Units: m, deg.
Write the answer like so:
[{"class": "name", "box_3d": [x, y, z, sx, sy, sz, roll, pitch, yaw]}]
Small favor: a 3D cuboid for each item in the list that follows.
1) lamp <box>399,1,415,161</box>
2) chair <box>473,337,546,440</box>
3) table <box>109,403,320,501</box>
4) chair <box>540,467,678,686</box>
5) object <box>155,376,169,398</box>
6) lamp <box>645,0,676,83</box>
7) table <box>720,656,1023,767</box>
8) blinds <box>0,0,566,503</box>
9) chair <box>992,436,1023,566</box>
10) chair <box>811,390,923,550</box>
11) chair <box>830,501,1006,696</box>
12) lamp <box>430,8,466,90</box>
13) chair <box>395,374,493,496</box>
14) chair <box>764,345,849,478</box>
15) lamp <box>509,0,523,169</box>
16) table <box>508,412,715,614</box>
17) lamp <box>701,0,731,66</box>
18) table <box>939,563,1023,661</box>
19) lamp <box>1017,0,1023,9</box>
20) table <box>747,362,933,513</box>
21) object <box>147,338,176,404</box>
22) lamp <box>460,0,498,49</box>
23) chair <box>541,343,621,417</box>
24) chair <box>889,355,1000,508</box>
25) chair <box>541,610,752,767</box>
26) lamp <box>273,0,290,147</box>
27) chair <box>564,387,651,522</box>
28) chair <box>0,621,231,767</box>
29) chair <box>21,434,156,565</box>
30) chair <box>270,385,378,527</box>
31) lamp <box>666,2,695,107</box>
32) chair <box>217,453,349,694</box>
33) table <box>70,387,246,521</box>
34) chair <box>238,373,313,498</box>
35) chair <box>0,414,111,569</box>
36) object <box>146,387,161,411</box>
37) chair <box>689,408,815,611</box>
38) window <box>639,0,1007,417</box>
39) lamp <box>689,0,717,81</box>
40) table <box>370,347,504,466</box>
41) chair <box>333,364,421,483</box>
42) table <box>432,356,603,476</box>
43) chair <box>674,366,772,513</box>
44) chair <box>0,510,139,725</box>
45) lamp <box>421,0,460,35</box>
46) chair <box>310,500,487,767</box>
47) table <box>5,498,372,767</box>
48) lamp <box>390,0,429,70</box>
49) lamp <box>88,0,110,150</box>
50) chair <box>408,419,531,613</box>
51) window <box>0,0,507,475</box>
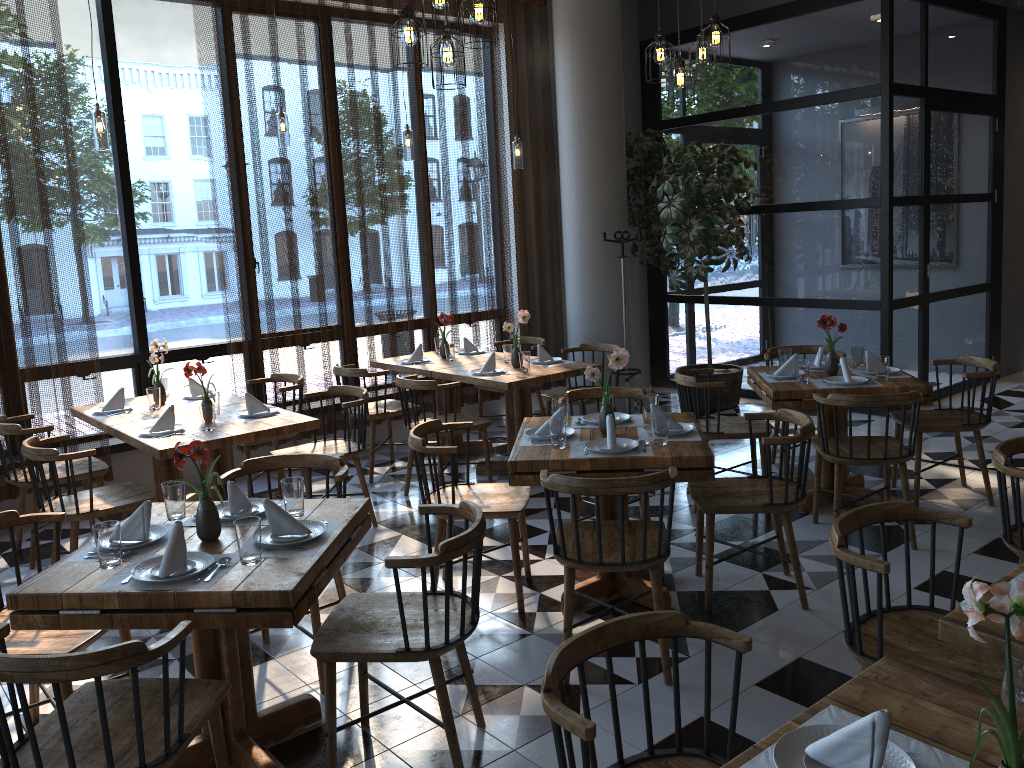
[{"class": "lamp", "box_3d": [-0.813, -2.624, 6.448, 0.078, 1.953, 0.078, 3, 9, 37]}, {"class": "chair", "box_3d": [0.015, 0.050, 7.288, 0.551, 0.813, 0.521, -10, 11, -39]}, {"class": "table", "box_3d": [-1.611, 0.586, 4.880, 0.853, 0.759, 0.852, -10, 11, -38]}, {"class": "chair", "box_3d": [0.393, 0.696, 3.481, 0.519, 0.813, 0.553, -2, 8, 6]}, {"class": "object", "box_3d": [-2.251, 0.023, 5.709, 0.080, 0.131, 0.080, -4, 8, -4]}, {"class": "lamp", "box_3d": [0.882, -2.923, 5.435, 0.175, 2.059, 0.176, 1, 9, 30]}, {"class": "table", "box_3d": [0.773, 1.070, 1.379, 0.853, 0.759, 0.852, -10, 11, -38]}, {"class": "blinds", "box_3d": [-2.419, -1.202, 5.922, 7.291, 3.561, 0.160, -11, 11, -39]}, {"class": "chair", "box_3d": [2.066, 0.648, 3.235, 0.521, 0.813, 0.551, -10, 11, -38]}, {"class": "chair", "box_3d": [1.851, 0.410, 4.662, 0.519, 0.813, 0.553, -2, 8, 6]}, {"class": "chair", "box_3d": [1.216, 0.815, 2.547, 0.521, 0.813, 0.551, -10, 11, -38]}, {"class": "lamp", "box_3d": [-0.377, -2.548, 4.431, 0.176, 2.059, 0.175, -10, 11, -44]}, {"class": "chair", "box_3d": [-0.456, 0.332, 5.823, 0.551, 0.813, 0.521, -10, 11, -39]}, {"class": "chair", "box_3d": [1.976, 0.181, 5.934, 0.519, 0.813, 0.553, -2, 8, 6]}, {"class": "lamp", "box_3d": [0.001, -2.725, 7.112, 0.078, 1.953, 0.078, -4, 8, -7]}, {"class": "table", "box_3d": [0.465, 0.606, 4.123, 0.864, 0.759, 0.869, -2, 9, 6]}, {"class": "lamp", "box_3d": [1.245, -3.056, 5.502, 0.175, 2.059, 0.175, -7, 8, -26]}, {"class": "table", "box_3d": [1.614, 0.905, 2.060, 0.853, 0.759, 0.852, -10, 11, -38]}, {"class": "lamp", "box_3d": [2.424, -2.805, 4.032, 0.175, 2.059, 0.176, -4, 8, -6]}, {"class": "table", "box_3d": [1.914, 0.323, 5.297, 0.864, 0.759, 0.869, -2, 9, 6]}, {"class": "object", "box_3d": [-2.172, -0.078, 5.487, 0.147, 0.398, 0.207, -9, 10, -35]}, {"class": "lamp", "box_3d": [-0.213, -2.706, 4.280, 0.175, 2.059, 0.176, 2, 9, 34]}, {"class": "chair", "box_3d": [0.551, 0.135, 6.638, 0.551, 0.813, 0.521, -10, 11, -39]}, {"class": "chair", "box_3d": [2.565, 0.269, 5.252, 0.549, 0.813, 0.522, -2, 8, 6]}, {"class": "chair", "box_3d": [0.366, 0.981, 1.859, 0.521, 0.813, 0.551, -10, 11, -38]}, {"class": "lamp", "box_3d": [-1.580, -2.558, 5.819, 0.078, 1.953, 0.078, 3, 10, 40]}, {"class": "chair", "box_3d": [0.517, 0.467, 4.753, 0.519, 0.813, 0.553, -2, 8, 6]}, {"class": "chair", "box_3d": [-1.042, 0.976, 2.320, 0.519, 0.813, 0.553, -2, 8, 6]}, {"class": "chair", "box_3d": [-2.119, 0.657, 4.477, 0.551, 0.813, 0.521, -10, 11, -39]}, {"class": "chair", "box_3d": [-1.112, 0.460, 5.292, 0.551, 0.813, 0.521, -10, 11, -39]}, {"class": "lamp", "box_3d": [1.040, -2.831, 5.612, 0.175, 2.059, 0.175, -7, 8, -26]}, {"class": "chair", "box_3d": [-0.917, 0.747, 3.591, 0.519, 0.813, 0.553, -2, 8, 6]}, {"class": "table", "box_3d": [-2.154, 0.500, 5.540, 0.853, 0.759, 0.852, -10, 11, -38]}, {"class": "chair", "box_3d": [-1.647, 0.375, 5.941, 0.551, 0.813, 0.521, -10, 11, -39]}, {"class": "chair", "box_3d": [-2.654, 0.572, 5.126, 0.551, 0.813, 0.521, -10, 11, -39]}, {"class": "object", "box_3d": [-2.137, 0.090, 5.292, 0.080, 0.131, 0.080, -4, 8, -4]}, {"class": "chair", "box_3d": [1.096, 0.558, 4.051, 0.549, 0.813, 0.522, -2, 8, 6]}, {"class": "window", "box_3d": [3.060, -1.749, 8.865, 2.193, 3.529, 2.734, -10, 11, -38]}, {"class": "lamp", "box_3d": [1.206, -3.033, 5.712, 0.175, 2.059, 0.175, -9, 10, -37]}, {"class": "table", "box_3d": [-0.492, 0.175, 6.886, 0.853, 0.759, 0.852, -10, 11, -38]}, {"class": "chair", "box_3d": [-0.992, 0.247, 6.473, 0.551, 0.813, 0.521, -10, 11, -39]}, {"class": "table", "box_3d": [0.051, 0.261, 6.227, 0.853, 0.759, 0.852, -10, 11, -38]}, {"class": "chair", "box_3d": [1.273, 0.319, 5.365, 0.549, 0.813, 0.522, -2, 8, 6]}, {"class": "chair", "box_3d": [-1.620, 0.884, 3.022, 0.549, 0.813, 0.522, -2, 8, 6]}, {"class": "lamp", "box_3d": [-0.397, -2.734, 4.171, 0.176, 2.059, 0.175, -10, 11, -44]}, {"class": "chair", "box_3d": [-0.338, 0.839, 2.889, 0.549, 0.813, 0.522, -2, 8, 6]}, {"class": "table", "box_3d": [-0.969, 0.887, 2.962, 0.864, 0.759, 0.869, -2, 9, 6]}, {"class": "lamp", "box_3d": [-0.584, -2.682, 4.508, 0.175, 2.059, 0.176, -1, 8, 12]}, {"class": "lamp", "box_3d": [-2.470, -2.350, 5.101, 0.078, 1.953, 0.078, -8, 9, -31]}, {"class": "chair", "box_3d": [-0.186, 0.604, 4.184, 0.549, 0.813, 0.522, -2, 8, 6]}, {"class": "window", "box_3d": [-5.339, -0.390, 2.544, 4.494, 3.147, 15.218, 2, 11, 27]}]
